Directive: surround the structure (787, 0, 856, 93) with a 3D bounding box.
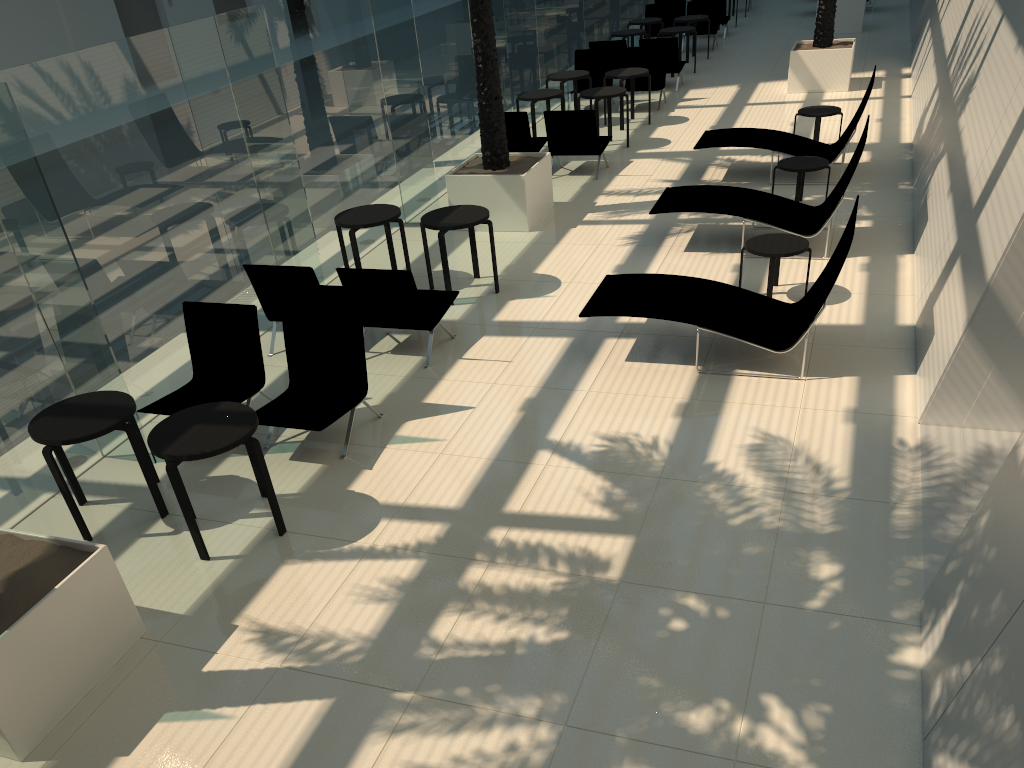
[{"bbox_3d":[5.151,-8.276,13.147,4.493,7.438,4.076,-26,38,-28],"label":"structure"}]

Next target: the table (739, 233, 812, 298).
[{"bbox_3d":[2.417,-1.039,8.027,0.543,0.559,0.520,-20,34,-21],"label":"table"}]

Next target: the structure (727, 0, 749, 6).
[{"bbox_3d":[5.897,-14.003,22.818,4.687,7.573,4.216,19,40,34],"label":"structure"}]

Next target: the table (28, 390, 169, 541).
[{"bbox_3d":[-2.823,0.552,6.025,0.670,0.843,0.634,-17,34,-17],"label":"table"}]

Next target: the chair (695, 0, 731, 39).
[{"bbox_3d":[4.677,-8.587,20.296,0.711,0.959,0.822,7,34,19],"label":"chair"}]

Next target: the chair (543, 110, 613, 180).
[{"bbox_3d":[0.927,-3.389,12.007,0.711,0.959,0.822,7,34,19],"label":"chair"}]

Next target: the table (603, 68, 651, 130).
[{"bbox_3d":[1.851,-4.591,14.034,0.667,0.843,0.638,-20,35,-21],"label":"table"}]

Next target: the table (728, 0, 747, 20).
[{"bbox_3d":[5.668,-9.880,22.469,0.667,0.843,0.638,-20,35,-21],"label":"table"}]

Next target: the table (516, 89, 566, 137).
[{"bbox_3d":[0.454,-4.002,13.289,0.663,0.843,0.642,-23,36,-24],"label":"table"}]

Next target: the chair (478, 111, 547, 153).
[{"bbox_3d":[0.051,-3.459,12.302,0.711,0.959,0.822,7,34,19],"label":"chair"}]

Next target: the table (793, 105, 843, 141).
[{"bbox_3d":[4.160,-3.455,11.880,0.540,0.559,0.523,-22,35,-24],"label":"table"}]

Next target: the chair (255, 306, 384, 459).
[{"bbox_3d":[-1.553,0.027,6.562,0.711,0.959,0.822,7,34,19],"label":"chair"}]

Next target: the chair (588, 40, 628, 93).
[{"bbox_3d":[1.914,-6.041,16.420,0.711,0.959,0.822,7,34,19],"label":"chair"}]

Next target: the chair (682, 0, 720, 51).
[{"bbox_3d":[4.093,-7.797,19.039,0.711,0.959,0.822,7,34,19],"label":"chair"}]

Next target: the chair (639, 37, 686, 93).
[{"bbox_3d":[2.790,-5.971,16.125,0.711,0.959,0.822,7,34,19],"label":"chair"}]

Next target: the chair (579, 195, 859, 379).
[{"bbox_3d":[1.640,-0.822,7.095,2.024,1.250,0.854,5,34,19],"label":"chair"}]

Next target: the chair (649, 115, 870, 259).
[{"bbox_3d":[2.525,-2.049,9.051,2.024,1.250,0.854,5,34,19],"label":"chair"}]

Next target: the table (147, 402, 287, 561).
[{"bbox_3d":[-1.912,0.624,5.719,0.670,0.843,0.634,-17,34,-17],"label":"table"}]

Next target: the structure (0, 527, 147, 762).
[{"bbox_3d":[-3.230,-1.384,2.698,4.460,7.573,4.423,-5,33,1],"label":"structure"}]

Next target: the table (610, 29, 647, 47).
[{"bbox_3d":[2.326,-6.595,17.425,0.663,0.843,0.642,-23,36,-24],"label":"table"}]

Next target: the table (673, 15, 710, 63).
[{"bbox_3d":[3.734,-7.200,18.196,0.667,0.843,0.638,-20,35,-21],"label":"table"}]

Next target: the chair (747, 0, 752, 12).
[{"bbox_3d":[6.027,-10.477,23.313,0.711,0.959,0.822,7,34,19],"label":"chair"}]

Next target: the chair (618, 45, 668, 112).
[{"bbox_3d":[2.210,-5.188,14.878,0.711,0.959,0.822,7,34,19],"label":"chair"}]

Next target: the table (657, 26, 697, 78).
[{"bbox_3d":[3.236,-6.523,17.118,0.663,0.843,0.642,-23,36,-24],"label":"table"}]

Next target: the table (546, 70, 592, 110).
[{"bbox_3d":[0.940,-4.663,14.341,0.667,0.843,0.638,-20,35,-21],"label":"table"}]

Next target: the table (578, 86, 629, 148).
[{"bbox_3d":[1.365,-3.929,12.982,0.663,0.843,0.642,-23,36,-24],"label":"table"}]

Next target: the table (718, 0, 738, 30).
[{"bbox_3d":[5.119,-9.133,21.279,0.663,0.843,0.642,-23,36,-24],"label":"table"}]

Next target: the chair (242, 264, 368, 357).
[{"bbox_3d":[-1.849,-0.827,8.105,0.711,0.959,0.822,7,34,19],"label":"chair"}]

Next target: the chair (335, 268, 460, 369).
[{"bbox_3d":[-0.973,-0.757,7.810,0.711,0.959,0.822,7,34,19],"label":"chair"}]

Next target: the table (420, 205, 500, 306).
[{"bbox_3d":[-0.527,-1.309,8.802,0.663,0.843,0.642,-23,36,-24],"label":"table"}]

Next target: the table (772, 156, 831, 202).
[{"bbox_3d":[3.302,-2.265,9.983,0.543,0.559,0.520,-20,34,-21],"label":"table"}]

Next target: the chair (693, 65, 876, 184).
[{"bbox_3d":[3.383,-3.238,10.948,2.024,1.250,0.854,5,34,19],"label":"chair"}]

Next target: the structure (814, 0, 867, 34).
[{"bbox_3d":[6.964,-11.039,17.656,4.645,7.372,3.936,-5,33,1],"label":"structure"}]

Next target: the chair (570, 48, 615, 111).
[{"bbox_3d":[1.334,-5.257,15.173,0.711,0.959,0.822,7,34,19],"label":"chair"}]

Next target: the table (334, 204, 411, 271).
[{"bbox_3d":[-1.437,-1.381,9.109,0.663,0.843,0.642,-23,36,-24],"label":"table"}]

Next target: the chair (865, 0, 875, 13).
[{"bbox_3d":[8.121,-9.803,21.417,2.024,1.250,0.854,5,34,19],"label":"chair"}]

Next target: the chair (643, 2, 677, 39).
[{"bbox_3d":[3.217,-7.867,19.335,0.711,0.959,0.822,7,34,19],"label":"chair"}]

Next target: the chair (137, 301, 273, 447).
[{"bbox_3d":[-2.429,-0.043,6.857,0.711,0.959,0.822,7,34,19],"label":"chair"}]

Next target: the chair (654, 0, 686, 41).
[{"bbox_3d":[3.801,-8.656,20.591,0.711,0.959,0.822,7,34,19],"label":"chair"}]

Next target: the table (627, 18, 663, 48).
[{"bbox_3d":[2.823,-7.272,18.503,0.667,0.843,0.638,-20,35,-21],"label":"table"}]

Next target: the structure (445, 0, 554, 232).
[{"bbox_3d":[-0.487,-5.149,8.696,4.812,7.573,4.100,3,34,13],"label":"structure"}]
